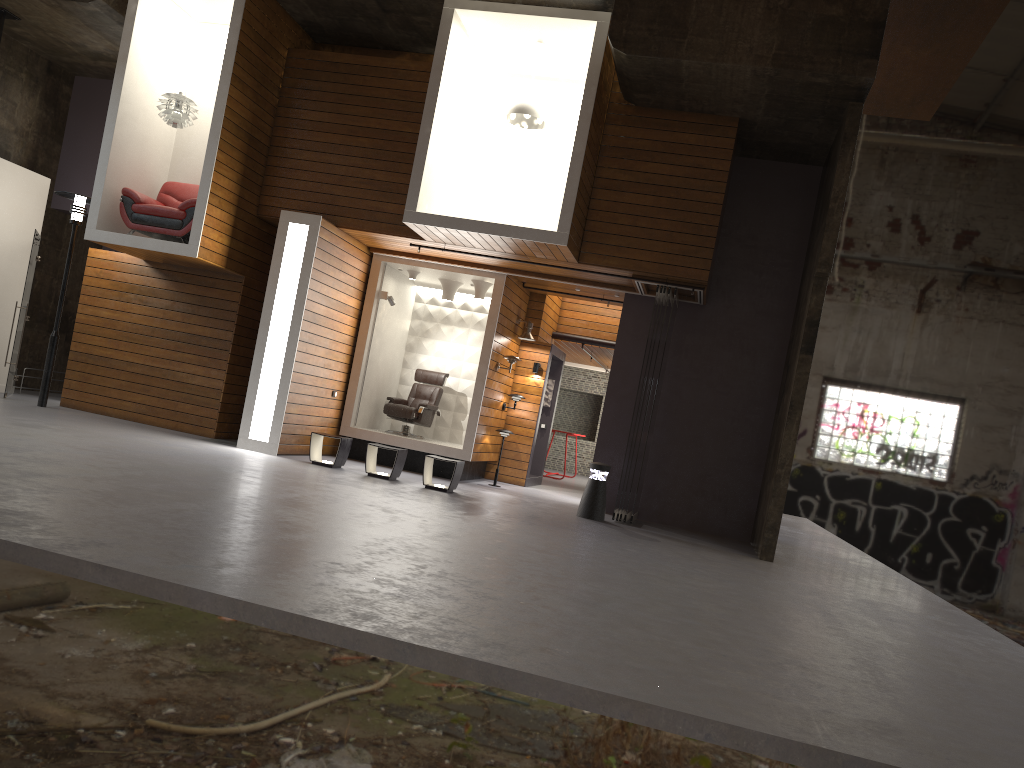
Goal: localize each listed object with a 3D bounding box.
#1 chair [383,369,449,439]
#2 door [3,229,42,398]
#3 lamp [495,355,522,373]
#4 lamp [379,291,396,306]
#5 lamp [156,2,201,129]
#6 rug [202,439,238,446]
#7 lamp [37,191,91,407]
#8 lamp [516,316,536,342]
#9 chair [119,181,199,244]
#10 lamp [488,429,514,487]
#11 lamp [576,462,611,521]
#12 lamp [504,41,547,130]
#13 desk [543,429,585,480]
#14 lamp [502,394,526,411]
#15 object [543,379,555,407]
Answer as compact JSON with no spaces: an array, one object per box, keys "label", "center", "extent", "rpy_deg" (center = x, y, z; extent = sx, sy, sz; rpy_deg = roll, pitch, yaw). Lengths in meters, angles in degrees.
[{"label":"chair","center":[-1.508,0.276,13.729],"extent":[0.752,1.072,0.828],"rpy_deg":[11,-1,28]},{"label":"door","center":[-6.856,-0.969,12.442],"extent":[0.147,2.305,1.281],"rpy_deg":[11,0,-25]},{"label":"lamp","center":[-0.042,-0.291,12.888],"extent":[0.351,0.271,0.289],"rpy_deg":[11,-1,13]},{"label":"lamp","center":[-1.815,-1.252,12.987],"extent":[0.249,0.188,0.129],"rpy_deg":[11,-1,-19]},{"label":"lamp","center":[-4.089,-4.123,11.166],"extent":[0.514,1.774,0.486],"rpy_deg":[11,0,-23]},{"label":"rug","center":[-3.637,0.818,12.193],"extent":[0.539,0.014,1.581],"rpy_deg":[10,-2,13]},{"label":"lamp","center":[-6.011,-1.070,11.803],"extent":[0.632,2.948,0.627],"rpy_deg":[11,0,-36]},{"label":"lamp","center":[0.230,-0.849,13.614],"extent":[0.345,0.331,0.295],"rpy_deg":[11,-1,14]},{"label":"chair","center":[-4.320,-2.231,11.533],"extent":[1.198,0.938,0.955],"rpy_deg":[11,-1,13]},{"label":"lamp","center":[-0.178,1.085,13.103],"extent":[0.288,0.863,0.287],"rpy_deg":[11,0,-2]},{"label":"lamp","center":[1.029,1.309,10.896],"extent":[0.347,0.696,0.349],"rpy_deg":[11,0,18]},{"label":"lamp","center":[0.260,-3.722,10.925],"extent":[0.528,0.987,0.532],"rpy_deg":[11,0,25]},{"label":"desk","center":[0.947,1.480,18.727],"extent":[0.842,0.985,1.720],"rpy_deg":[11,-2,13]},{"label":"lamp","center":[0.036,0.291,13.763],"extent":[0.326,0.297,0.289],"rpy_deg":[11,-1,13]},{"label":"object","center":[0.517,0.137,15.326],"extent":[0.379,0.478,0.048],"rpy_deg":[11,0,12]}]
